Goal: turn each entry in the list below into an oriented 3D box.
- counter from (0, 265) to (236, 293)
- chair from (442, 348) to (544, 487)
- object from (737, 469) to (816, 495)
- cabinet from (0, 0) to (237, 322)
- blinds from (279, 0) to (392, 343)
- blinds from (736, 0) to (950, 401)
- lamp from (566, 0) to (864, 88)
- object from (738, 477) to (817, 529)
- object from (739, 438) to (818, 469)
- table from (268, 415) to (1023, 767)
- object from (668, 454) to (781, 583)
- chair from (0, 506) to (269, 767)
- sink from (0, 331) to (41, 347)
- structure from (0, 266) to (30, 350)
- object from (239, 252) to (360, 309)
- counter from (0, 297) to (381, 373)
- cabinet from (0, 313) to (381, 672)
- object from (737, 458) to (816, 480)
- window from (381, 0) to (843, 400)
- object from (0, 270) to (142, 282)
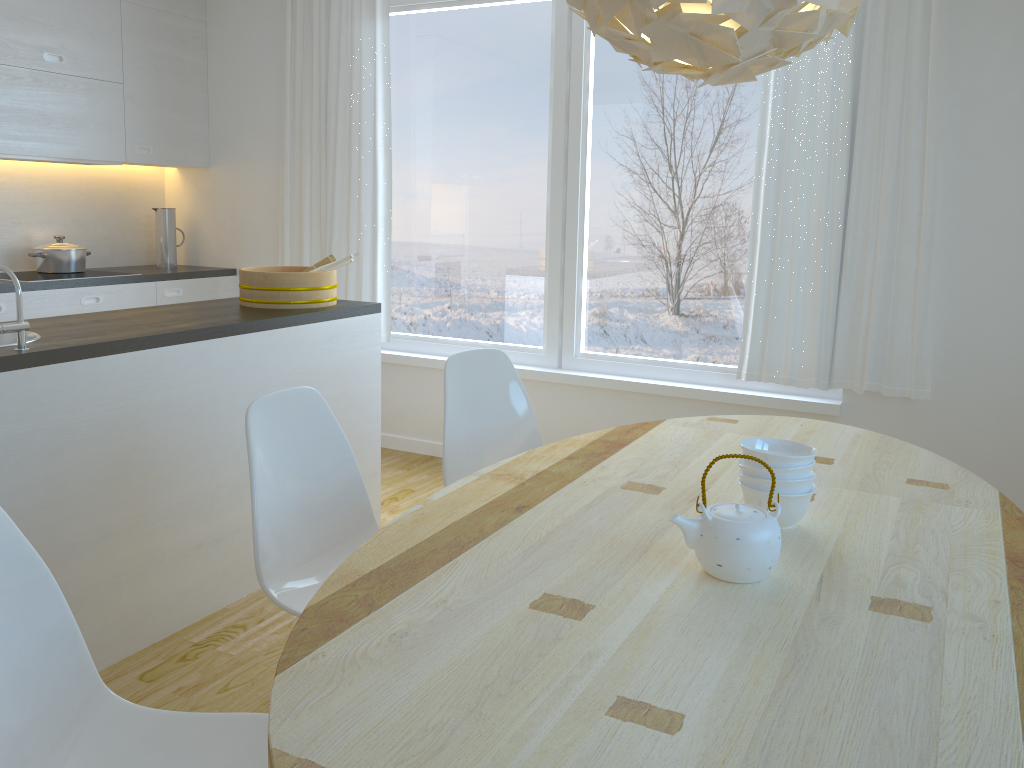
[{"bbox_3d":[-2.389,-0.545,4.598,0.602,0.040,2.015,7,12,26],"label":"counter"},{"bbox_3d":[0.049,0.372,2.676,0.431,0.894,0.526,-6,12,-42],"label":"chair"},{"bbox_3d":[0.529,0.216,1.779,0.152,0.092,0.152,-3,11,-23],"label":"object"},{"bbox_3d":[-2.602,-0.755,3.998,0.482,2.280,3.224,5,11,27],"label":"cabinet"},{"bbox_3d":[-1.002,-1.321,4.816,0.797,2.141,0.151,5,9,27],"label":"blinds"},{"bbox_3d":[1.366,-1.030,3.612,0.797,2.141,0.151,6,9,27],"label":"blinds"},{"bbox_3d":[0.389,-1.111,1.594,0.648,1.125,0.643,6,10,26],"label":"lamp"},{"bbox_3d":[0.530,0.239,1.779,0.152,0.082,0.153,-3,11,-23],"label":"object"},{"bbox_3d":[0.531,0.164,1.774,0.152,0.086,0.153,-6,12,-34],"label":"object"},{"bbox_3d":[0.397,0.641,1.794,1.196,0.718,2.206,6,12,25],"label":"table"},{"bbox_3d":[0.375,0.221,1.527,0.178,0.210,0.148,6,10,26],"label":"object"},{"bbox_3d":[-0.563,0.626,1.323,0.523,0.894,0.434,1,8,-3],"label":"chair"},{"bbox_3d":[-1.528,-0.048,2.448,0.404,0.155,0.407,-3,11,-21],"label":"sink"},{"bbox_3d":[-1.352,-0.198,2.306,0.162,0.213,0.097,6,9,27],"label":"structure"},{"bbox_3d":[-0.867,-0.427,3.530,0.431,0.212,0.381,-6,13,-34],"label":"object"},{"bbox_3d":[-1.352,-0.148,2.703,0.602,0.040,2.418,7,12,26],"label":"counter"},{"bbox_3d":[-1.363,0.318,2.766,0.602,0.901,2.418,6,12,27],"label":"cabinet"},{"bbox_3d":[0.527,0.192,1.778,0.151,0.095,0.152,11,14,43],"label":"object"},{"bbox_3d":[0.282,-1.026,4.402,2.733,1.902,0.089,6,9,27],"label":"window"},{"bbox_3d":[-2.390,-0.563,4.600,0.563,0.013,0.659,7,12,26],"label":"object"}]
